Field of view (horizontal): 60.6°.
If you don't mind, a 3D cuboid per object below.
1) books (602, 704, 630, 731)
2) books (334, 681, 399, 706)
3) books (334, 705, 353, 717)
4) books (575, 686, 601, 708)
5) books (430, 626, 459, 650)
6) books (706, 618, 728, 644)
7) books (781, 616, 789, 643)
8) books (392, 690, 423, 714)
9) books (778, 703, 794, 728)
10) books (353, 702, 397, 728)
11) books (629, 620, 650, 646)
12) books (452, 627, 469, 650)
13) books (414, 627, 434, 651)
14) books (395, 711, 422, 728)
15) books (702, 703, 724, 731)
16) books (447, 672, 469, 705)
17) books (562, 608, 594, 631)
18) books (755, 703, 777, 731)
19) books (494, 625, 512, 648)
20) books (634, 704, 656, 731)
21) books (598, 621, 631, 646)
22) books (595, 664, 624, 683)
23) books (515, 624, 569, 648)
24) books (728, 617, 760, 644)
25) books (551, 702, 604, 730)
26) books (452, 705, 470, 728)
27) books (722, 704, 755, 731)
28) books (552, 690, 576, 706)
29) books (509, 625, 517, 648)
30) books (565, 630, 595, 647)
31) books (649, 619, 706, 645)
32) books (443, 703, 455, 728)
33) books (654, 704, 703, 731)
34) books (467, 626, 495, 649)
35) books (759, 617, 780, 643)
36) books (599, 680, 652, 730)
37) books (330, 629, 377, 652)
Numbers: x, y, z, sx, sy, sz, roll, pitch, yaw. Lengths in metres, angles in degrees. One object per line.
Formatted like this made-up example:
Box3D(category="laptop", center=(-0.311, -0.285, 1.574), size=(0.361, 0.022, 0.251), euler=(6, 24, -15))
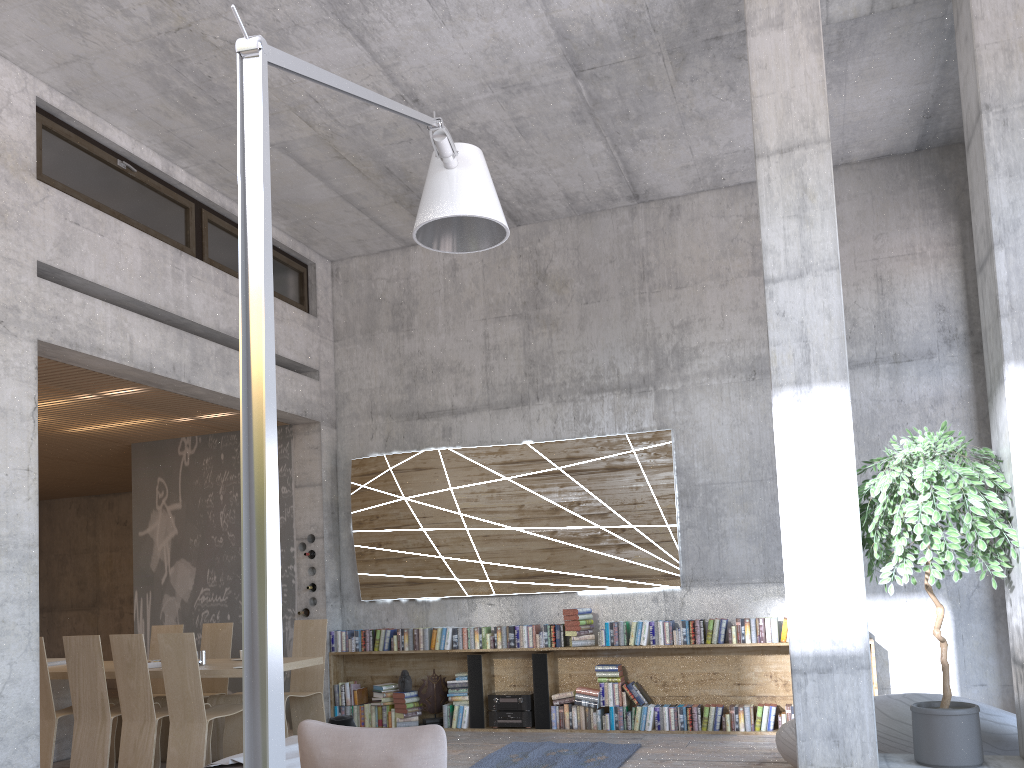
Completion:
Box3D(category="books", center=(0.985, 3.143, 8.277), size=(0.227, 0.217, 0.218), euler=(-6, -9, 19))
Box3D(category="books", center=(-1.504, 3.247, 9.187), size=(0.720, 0.258, 0.305), euler=(-8, -11, 24))
Box3D(category="books", center=(-1.765, 3.492, 9.240), size=(0.274, 0.217, 0.207), euler=(-6, -9, 19))
Box3D(category="books", center=(0.727, 2.977, 8.330), size=(0.245, 0.189, 0.156), euler=(-6, -8, 19))
Box3D(category="books", center=(-0.688, 2.579, 8.896), size=(0.250, 0.225, 0.192), euler=(-6, -9, 19))
Box3D(category="books", center=(1.879, 2.264, 8.040), size=(0.200, 0.224, 0.192), euler=(-6, -8, 19))
Box3D(category="books", center=(2.510, 2.175, 7.784), size=(0.250, 0.225, 0.192), euler=(-6, -9, 19))
Box3D(category="books", center=(-1.065, 3.250, 8.968), size=(0.191, 0.207, 0.248), euler=(-10, -12, 40))
Box3D(category="books", center=(2.513, 2.965, 7.796), size=(0.279, 0.217, 0.212), euler=(-6, -9, 17))
Box3D(category="books", center=(-1.394, 3.443, 9.142), size=(0.496, 0.234, 0.246), euler=(-7, -10, 19))
Box3D(category="books", center=(1.207, 2.337, 8.236), size=(0.200, 0.224, 0.192), euler=(-6, -8, 19))
Box3D(category="books", center=(-0.500, 2.562, 8.829), size=(0.156, 0.217, 0.156), euler=(-5, -8, 19))
Box3D(category="books", center=(-0.893, 2.605, 8.968), size=(0.156, 0.217, 0.192), euler=(-5, -8, 19))
Box3D(category="books", center=(-1.064, 3.426, 8.965), size=(0.261, 0.148, 0.253), euler=(2, -12, -25))
Box3D(category="books", center=(1.833, 3.045, 8.009), size=(0.200, 0.224, 0.192), euler=(-6, -8, 19))
Box3D(category="books", center=(-0.509, 3.076, 8.854), size=(0.253, 0.318, 0.221), euler=(-6, -8, 21))
Box3D(category="books", center=(0.637, 2.261, 8.423), size=(0.191, 0.207, 0.248), euler=(-10, -12, 40))
Box3D(category="books", center=(2.283, 2.995, 7.886), size=(0.200, 0.224, 0.192), euler=(-6, -8, 19))
Box3D(category="books", center=(-0.074, 2.520, 8.733), size=(0.156, 0.217, 0.207), euler=(-5, -9, 19))
Box3D(category="books", center=(1.244, 3.107, 8.176), size=(0.200, 0.224, 0.192), euler=(-6, -8, 19))
Box3D(category="books", center=(0.970, 2.369, 8.329), size=(0.279, 0.217, 0.212), euler=(-6, -9, 17))
Box3D(category="books", center=(0.932, 2.755, 8.347), size=(0.240, 0.158, 0.192), euler=(-6, -10, 19))
Box3D(category="books", center=(0.288, 2.465, 8.578), size=(0.492, 0.217, 0.218), euler=(-7, -9, 19))
Box3D(category="books", center=(2.108, 2.233, 7.950), size=(0.279, 0.217, 0.212), euler=(-6, -9, 17))
Box3D(category="books", center=(0.639, 3.187, 8.432), size=(0.496, 0.234, 0.246), euler=(-7, -10, 19))
Box3D(category="books", center=(-0.488, 3.329, 8.802), size=(0.200, 0.224, 0.192), euler=(-6, -8, 19))
Box3D(category="books", center=(2.047, 3.017, 7.924), size=(0.279, 0.217, 0.212), euler=(-6, -9, 17))
Box3D(category="books", center=(0.523, 3.028, 8.464), size=(0.235, 0.137, 0.194), euler=(-7, -11, 20))
Box3D(category="books", center=(0.022, 2.505, 8.691), size=(0.055, 0.217, 0.192), euler=(-4, -8, 19))
Box3D(category="books", center=(0.658, 2.437, 8.411), size=(0.285, 0.147, 0.226), euler=(2, -11, -23))
Box3D(category="books", center=(1.540, 2.305, 8.144), size=(0.492, 0.217, 0.218), euler=(-7, -9, 19))
Box3D(category="books", center=(-0.629, 3.350, 8.868), size=(0.075, 0.217, 0.207), euler=(-5, -9, 19))
Box3D(category="books", center=(1.544, 3.081, 8.101), size=(0.419, 0.217, 0.207), euler=(-7, -9, 19))
Box3D(category="books", center=(-0.295, 2.538, 8.760), size=(0.278, 0.217, 0.173), euler=(-6, -8, 20))
Box3D(category="books", center=(2.304, 2.202, 7.855), size=(0.156, 0.217, 0.192), euler=(-5, -8, 19))
Box3D(category="books", center=(1.074, 3.030, 8.265), size=(0.453, 0.441, 0.217), euler=(-6, -7, 19))
Box3D(category="books", center=(-1.658, 2.709, 9.256), size=(0.492, 0.217, 0.218), euler=(-7, -9, 19))
